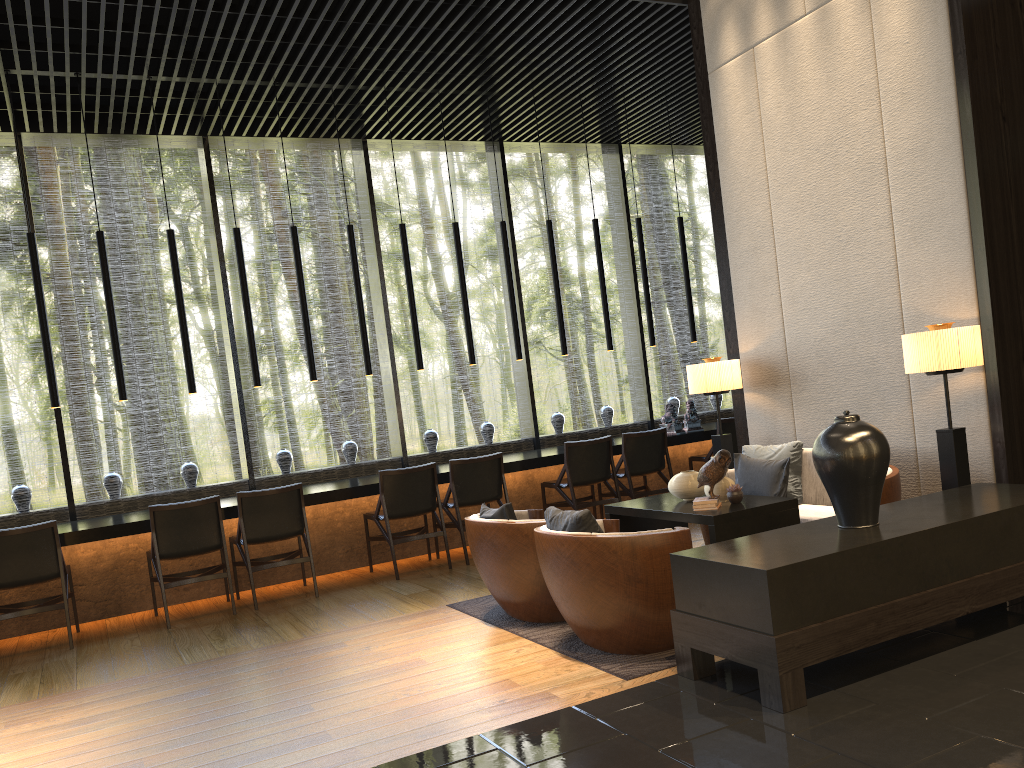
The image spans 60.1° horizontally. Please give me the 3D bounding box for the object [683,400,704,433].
[{"bbox_3d":[1.755,0.310,8.658,0.163,0.313,0.209,-7,1,-1],"label":"object"}]

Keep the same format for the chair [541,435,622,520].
[{"bbox_3d":[0.605,0.885,7.639,0.524,0.829,0.564,-8,2,-26],"label":"chair"}]

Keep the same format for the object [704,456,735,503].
[{"bbox_3d":[1.158,0.532,4.954,0.174,0.258,0.174,-7,1,-7],"label":"object"}]

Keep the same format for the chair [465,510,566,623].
[{"bbox_3d":[0.073,1.019,5.040,0.604,0.605,0.805,-7,0,-26],"label":"chair"}]

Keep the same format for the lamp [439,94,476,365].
[{"bbox_3d":[-0.496,-1.372,7.832,0.060,2.426,0.060,-9,3,-31],"label":"lamp"}]

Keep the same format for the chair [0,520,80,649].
[{"bbox_3d":[-3.167,1.321,5.779,0.524,0.829,0.564,-8,2,-26],"label":"chair"}]

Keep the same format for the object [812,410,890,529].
[{"bbox_3d":[1.450,0.357,3.773,0.310,0.494,0.312,-8,2,-38],"label":"object"}]

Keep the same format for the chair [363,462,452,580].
[{"bbox_3d":[-0.831,1.051,6.931,0.524,0.829,0.564,-8,2,-26],"label":"chair"}]

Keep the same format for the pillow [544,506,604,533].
[{"bbox_3d":[0.318,0.757,4.211,0.221,0.363,0.399,-8,1,-26],"label":"pillow"}]

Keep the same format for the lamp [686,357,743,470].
[{"bbox_3d":[1.516,0.485,6.369,0.375,1.354,0.374,-7,2,3],"label":"lamp"}]

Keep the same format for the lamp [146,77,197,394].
[{"bbox_3d":[-2.613,-1.127,6.787,0.060,2.426,0.060,-9,3,-31],"label":"lamp"}]

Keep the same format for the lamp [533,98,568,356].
[{"bbox_3d":[0.349,-1.469,8.248,0.060,2.426,0.060,-9,3,-31],"label":"lamp"}]

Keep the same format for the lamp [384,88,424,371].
[{"bbox_3d":[-0.939,-1.320,7.613,0.060,2.426,0.060,-9,3,-31],"label":"lamp"}]

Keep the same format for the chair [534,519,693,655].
[{"bbox_3d":[0.450,0.960,4.272,0.604,0.605,0.805,-7,0,-26],"label":"chair"}]

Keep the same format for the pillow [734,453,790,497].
[{"bbox_3d":[1.593,0.613,5.614,0.218,0.362,0.473,-8,1,-30],"label":"pillow"}]

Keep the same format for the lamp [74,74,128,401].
[{"bbox_3d":[-3.053,-1.076,6.570,0.060,2.426,0.060,-8,3,-21],"label":"lamp"}]

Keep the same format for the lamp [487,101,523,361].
[{"bbox_3d":[-0.078,-1.420,8.038,0.060,2.426,0.060,-9,3,-31],"label":"lamp"}]

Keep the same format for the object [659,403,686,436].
[{"bbox_3d":[1.530,0.338,8.553,0.208,0.311,0.161,-6,2,44],"label":"object"}]

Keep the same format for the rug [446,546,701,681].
[{"bbox_3d":[1.030,1.202,5.133,2.234,0.008,2.045,-7,-1,-26],"label":"rug"}]

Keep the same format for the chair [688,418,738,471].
[{"bbox_3d":[2.041,0.719,8.348,0.524,0.829,0.564,-8,2,-26],"label":"chair"}]

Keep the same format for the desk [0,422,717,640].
[{"bbox_3d":[-10.087,2.159,2.779,28.632,0.761,1.784,-7,-1,-26],"label":"desk"}]

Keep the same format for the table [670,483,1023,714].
[{"bbox_3d":[1.669,0.839,3.847,1.953,0.514,0.621,-7,0,-26],"label":"table"}]

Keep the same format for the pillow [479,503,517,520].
[{"bbox_3d":[-0.061,0.820,4.981,0.204,0.339,0.442,-8,0,-19],"label":"pillow"}]

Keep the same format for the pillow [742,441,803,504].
[{"bbox_3d":[1.684,0.584,5.772,0.434,0.400,0.200,-6,2,42],"label":"pillow"}]

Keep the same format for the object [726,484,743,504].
[{"bbox_3d":[1.219,0.597,4.844,0.092,0.112,0.091,-7,1,26],"label":"object"}]

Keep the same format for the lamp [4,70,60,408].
[{"bbox_3d":[-3.457,-1.029,6.371,0.060,2.426,0.060,-9,3,-31],"label":"lamp"}]

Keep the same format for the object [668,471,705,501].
[{"bbox_3d":[1.041,0.597,5.206,0.246,0.168,0.244,-7,0,22],"label":"object"}]

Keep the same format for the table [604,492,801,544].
[{"bbox_3d":[1.082,0.935,5.106,0.573,0.518,1.044,-7,0,-26],"label":"table"}]

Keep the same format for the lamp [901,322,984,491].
[{"bbox_3d":[2.336,0.356,4.697,0.375,1.354,0.373,-6,2,21],"label":"lamp"}]

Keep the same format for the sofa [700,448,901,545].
[{"bbox_3d":[1.768,0.770,5.437,0.601,0.694,1.452,-8,0,-26],"label":"sofa"}]

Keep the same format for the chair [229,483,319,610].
[{"bbox_3d":[-1.755,1.158,6.475,0.524,0.829,0.564,-8,2,-26],"label":"chair"}]

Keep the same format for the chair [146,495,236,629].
[{"bbox_3d":[-2.266,1.217,6.223,0.524,0.829,0.564,-8,2,-26],"label":"chair"}]

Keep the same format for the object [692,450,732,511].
[{"bbox_3d":[1.084,0.513,4.781,0.229,0.310,0.173,-7,2,20],"label":"object"}]

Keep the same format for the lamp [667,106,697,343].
[{"bbox_3d":[1.696,-1.625,8.913,0.060,2.426,0.060,-9,3,-31],"label":"lamp"}]

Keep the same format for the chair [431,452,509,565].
[{"bbox_3d":[-0.319,0.992,7.183,0.524,0.829,0.564,-8,2,-26],"label":"chair"}]

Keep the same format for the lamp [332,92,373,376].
[{"bbox_3d":[-1.350,-1.273,7.410,0.060,2.426,0.060,-9,3,-31],"label":"lamp"}]

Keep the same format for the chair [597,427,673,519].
[{"bbox_3d":[1.117,0.826,7.892,0.524,0.829,0.564,-8,2,-26],"label":"chair"}]

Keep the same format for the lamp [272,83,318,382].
[{"bbox_3d":[-1.771,-1.224,7.203,0.060,2.426,0.060,-9,3,-31],"label":"lamp"}]

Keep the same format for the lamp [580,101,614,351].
[{"bbox_3d":[0.800,-1.522,8.471,0.060,2.426,0.060,-9,3,-31],"label":"lamp"}]

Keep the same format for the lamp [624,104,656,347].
[{"bbox_3d":[1.244,-1.573,8.690,0.060,2.426,0.060,-9,3,-31],"label":"lamp"}]

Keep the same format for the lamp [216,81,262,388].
[{"bbox_3d":[-2.174,-1.178,7.004,0.060,2.426,0.060,-8,3,-21],"label":"lamp"}]
